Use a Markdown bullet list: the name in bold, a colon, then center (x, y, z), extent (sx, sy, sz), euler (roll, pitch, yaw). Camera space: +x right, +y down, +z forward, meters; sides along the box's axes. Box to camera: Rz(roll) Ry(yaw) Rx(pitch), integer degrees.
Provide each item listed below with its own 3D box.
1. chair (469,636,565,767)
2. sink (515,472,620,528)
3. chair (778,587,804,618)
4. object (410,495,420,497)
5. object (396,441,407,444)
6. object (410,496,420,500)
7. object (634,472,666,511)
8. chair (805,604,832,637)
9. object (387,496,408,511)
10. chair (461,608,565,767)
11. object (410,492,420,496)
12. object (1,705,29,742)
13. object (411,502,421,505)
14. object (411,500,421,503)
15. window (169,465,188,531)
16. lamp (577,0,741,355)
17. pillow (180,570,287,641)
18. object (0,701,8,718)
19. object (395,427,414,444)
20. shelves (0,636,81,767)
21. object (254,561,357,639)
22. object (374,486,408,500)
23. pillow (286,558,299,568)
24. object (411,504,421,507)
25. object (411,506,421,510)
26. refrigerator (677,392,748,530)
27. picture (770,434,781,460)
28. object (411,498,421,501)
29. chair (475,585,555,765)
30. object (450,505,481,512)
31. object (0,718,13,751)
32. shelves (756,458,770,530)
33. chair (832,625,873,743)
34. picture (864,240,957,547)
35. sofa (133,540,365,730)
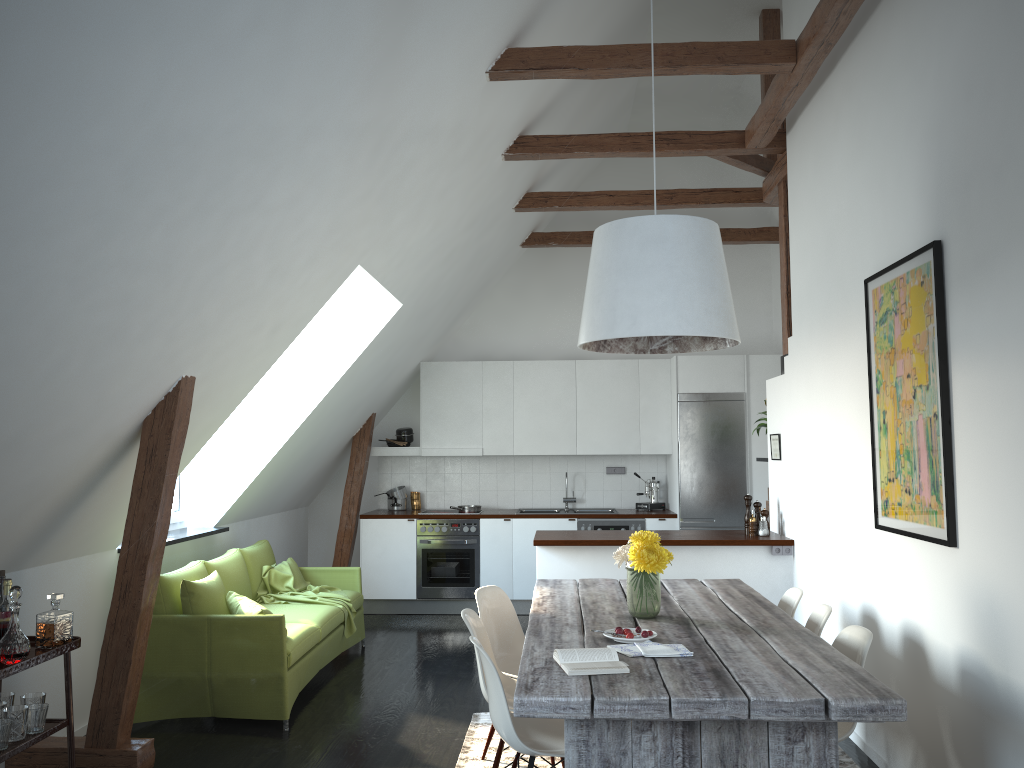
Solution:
- **chair**: center (0.113, 1.351, 3.319), extent (0.542, 0.801, 0.465), euler (0, -4, -11)
- **sink**: center (0.526, 1.111, 8.502), extent (0.963, 0.519, 0.671), euler (-1, -4, 3)
- **chair**: center (1.183, 1.428, 4.435), extent (0.542, 0.801, 0.465), euler (-1, -4, 4)
- **object**: center (-0.963, 1.118, 8.835), extent (0.100, 0.036, 0.100), euler (-3, -5, 32)
- **object**: center (-1.115, 0.574, 8.753), extent (0.065, 0.031, 0.335), euler (3, -6, -39)
- **object**: center (-0.963, 1.135, 8.833), extent (0.100, 0.036, 0.100), euler (2, -5, -30)
- **object**: center (1.310, 1.039, 8.605), extent (0.353, 0.370, 0.206), euler (3, -6, -40)
- **chair**: center (1.156, 1.393, 3.963), extent (0.542, 0.801, 0.465), euler (-1, -4, 9)
- **object**: center (-1.115, 1.170, 8.739), extent (0.200, 0.154, 0.348), euler (1, -4, -17)
- **chair**: center (0.052, 1.391, 3.842), extent (0.542, 0.801, 0.465), euler (-1, -4, 4)
- **object**: center (-0.962, 1.098, 8.835), extent (0.100, 0.047, 0.099), euler (0, -4, -1)
- **object**: center (-1.918, 1.310, 3.421), extent (0.095, 0.119, 0.095), euler (3, -5, -35)
- **object**: center (-0.957, 1.196, 8.831), extent (0.099, 0.051, 0.099), euler (0, -4, -11)
- **object**: center (-0.960, 1.175, 8.835), extent (0.099, 0.043, 0.100), euler (0, -4, -9)
- **window**: center (0.268, -1.383, 2.573), extent (5.959, 4.249, 8.018), euler (-1, -4, 3)
- **lamp**: center (0.649, -1.566, 3.973), extent (0.757, 2.813, 0.697), euler (3, -5, -37)
- **pillow**: center (-1.569, 1.291, 5.133), extent (0.600, 0.387, 0.475), euler (0, -4, 0)
- **object**: center (-2.034, 1.315, 3.477), extent (0.095, 0.119, 0.095), euler (3, -5, -35)
- **object**: center (-1.067, 0.514, 8.816), extent (0.190, 0.166, 0.200), euler (3, -5, -34)
- **shelves**: center (-2.006, 1.402, 3.352), extent (0.438, 0.732, 0.803), euler (0, -4, -1)
- **object**: center (-1.470, 1.568, 6.515), extent (0.722, 0.493, 0.711), euler (0, -4, -2)
- **object**: center (-1.210, 1.095, 8.780), extent (0.371, 0.169, 0.203), euler (2, -5, -25)
- **pillow**: center (-1.679, 1.467, 6.658), extent (0.210, 0.275, 0.462), euler (0, -4, 1)
- **object**: center (-0.955, 1.213, 8.829), extent (0.100, 0.048, 0.099), euler (-2, -5, 21)
- **object**: center (-0.953, 1.235, 8.828), extent (0.100, 0.036, 0.100), euler (0, -4, 0)
- **refrigerator**: center (1.825, 1.012, 8.030), extent (0.609, 1.868, 0.031), euler (-1, -4, 3)
- **picture**: center (1.829, 0.437, 6.148), extent (0.023, 0.182, 0.250), euler (-1, -4, 3)
- **object**: center (-0.961, 1.154, 8.836), extent (0.099, 0.057, 0.101), euler (-1, -4, 15)
- **chair**: center (0.087, 1.434, 4.417), extent (0.542, 0.801, 0.465), euler (-3, -5, 29)
- **object**: center (-0.465, 1.197, 8.559), extent (0.351, 0.061, 0.232), euler (1, -5, -23)
- **object**: center (-1.918, 1.313, 3.313), extent (0.092, 0.099, 0.092), euler (1, -5, -19)
- **shelves**: center (2.192, 0.822, 6.557), extent (0.660, 0.553, 0.408), euler (-1, -4, 3)
- **chair**: center (1.115, 1.353, 3.431), extent (0.542, 0.801, 0.465), euler (0, -4, -1)
- **picture**: center (1.685, 0.059, 3.803), extent (0.036, 1.181, 0.808), euler (-1, -4, 3)
- **sofa**: center (-1.626, 1.544, 5.888), extent (0.898, 0.825, 2.093), euler (-1, -4, 2)
